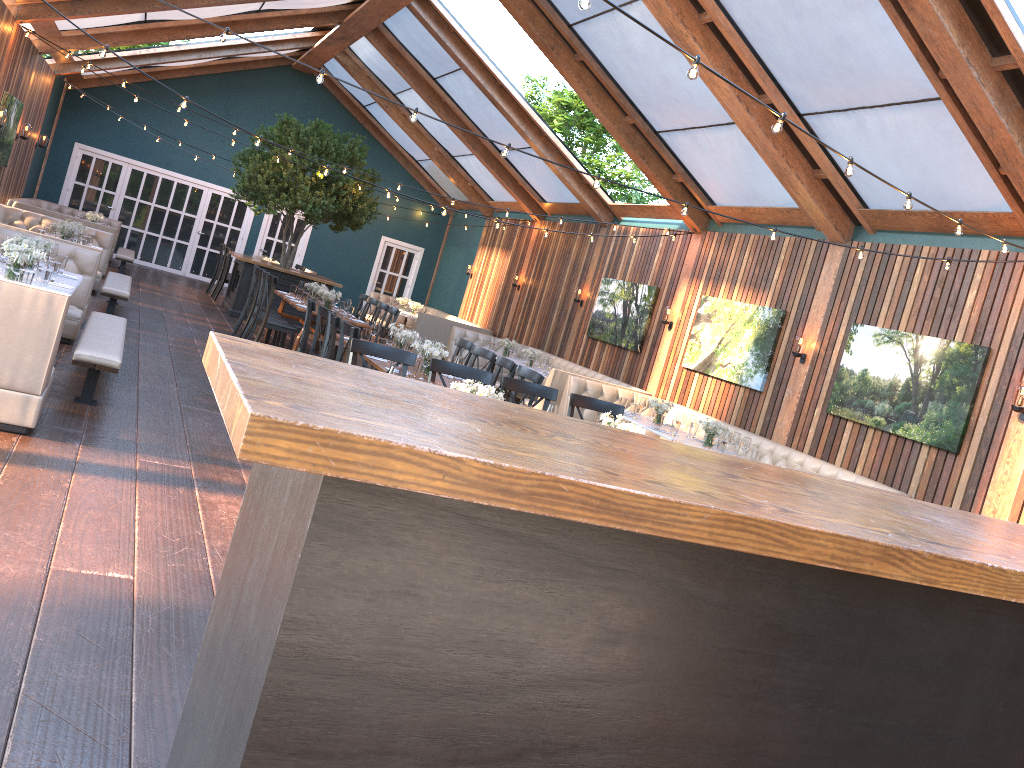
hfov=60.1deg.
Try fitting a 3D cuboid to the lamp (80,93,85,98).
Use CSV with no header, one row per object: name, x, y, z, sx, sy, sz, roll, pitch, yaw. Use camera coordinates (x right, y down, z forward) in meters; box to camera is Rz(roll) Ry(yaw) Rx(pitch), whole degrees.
lamp,-8.003,-5.381,16.487,0.077,0.113,0.056,17,2,21

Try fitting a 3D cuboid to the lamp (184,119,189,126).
lamp,-4.781,-3.841,12.984,0.057,0.120,0.056,18,2,32

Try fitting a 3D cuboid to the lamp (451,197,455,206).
lamp,-0.813,-2.518,12.199,0.057,0.117,0.067,17,3,29

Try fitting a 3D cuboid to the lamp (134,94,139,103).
lamp,-5.287,-4.021,12.458,0.057,0.119,0.062,17,2,17

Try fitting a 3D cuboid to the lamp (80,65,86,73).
lamp,-5.785,-4.250,11.945,0.057,0.118,0.065,17,2,24

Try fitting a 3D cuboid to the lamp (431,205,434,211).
lamp,-1.425,-3.181,15.956,0.056,0.117,0.068,15,3,-27

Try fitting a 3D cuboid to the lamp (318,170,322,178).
lamp,-3.141,-3.442,14.502,0.056,0.121,0.056,16,2,1

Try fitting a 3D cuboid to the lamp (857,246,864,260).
lamp,2.879,-1.077,7.288,0.056,0.121,0.056,16,2,-9

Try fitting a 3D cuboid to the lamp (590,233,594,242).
lamp,1.026,-1.873,11.325,0.071,0.116,0.056,16,2,-2

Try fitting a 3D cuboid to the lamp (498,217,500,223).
lamp,-0.246,-3.139,16.915,0.064,0.118,0.057,16,2,-16

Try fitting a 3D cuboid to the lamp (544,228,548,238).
lamp,0.427,-1.855,10.854,0.056,0.120,0.056,16,2,3

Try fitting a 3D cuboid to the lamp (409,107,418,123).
lamp,-0.757,-2.082,6.845,0.056,0.121,0.056,16,2,-10

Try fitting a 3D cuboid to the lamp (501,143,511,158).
lamp,-0.051,-1.836,6.942,0.056,0.119,0.057,15,2,-31

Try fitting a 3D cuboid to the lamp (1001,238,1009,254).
lamp,3.700,-1.032,6.628,0.061,0.119,0.057,16,2,-8

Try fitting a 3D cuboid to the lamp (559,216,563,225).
lamp,0.687,-2.281,12.341,0.063,0.118,0.057,15,3,-31

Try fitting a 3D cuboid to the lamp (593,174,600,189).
lamp,0.678,-1.610,7.035,0.057,0.121,0.056,18,2,34

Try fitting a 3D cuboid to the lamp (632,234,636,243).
lamp,1.635,-1.931,11.784,0.060,0.119,0.056,16,2,-2

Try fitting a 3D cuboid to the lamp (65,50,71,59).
lamp,-5.760,-4.272,11.469,0.057,0.120,0.056,18,2,31

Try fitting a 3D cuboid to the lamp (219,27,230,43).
lamp,-2.161,-2.628,6.665,0.075,0.114,0.056,17,2,21

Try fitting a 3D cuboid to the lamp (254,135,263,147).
lamp,-2.403,-2.304,8.379,0.057,0.120,0.056,17,2,26

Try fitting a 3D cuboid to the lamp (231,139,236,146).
lamp,-4.248,-3.690,13.499,0.056,0.120,0.057,15,3,-37

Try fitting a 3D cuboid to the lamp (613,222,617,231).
lamp,1.447,-2.202,12.388,0.057,0.120,0.056,17,2,18

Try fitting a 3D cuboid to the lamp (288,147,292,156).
lamp,-2.981,-3.131,11.912,0.056,0.121,0.056,17,2,16

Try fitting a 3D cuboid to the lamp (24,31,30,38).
lamp,-6.267,-4.537,11.446,0.056,0.119,0.061,17,2,11

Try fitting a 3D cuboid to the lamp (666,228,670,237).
lamp,2.196,-2.131,12.441,0.056,0.121,0.056,16,2,-3

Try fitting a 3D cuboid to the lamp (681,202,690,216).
lamp,1.400,-1.411,7.132,0.056,0.119,0.060,14,3,-45

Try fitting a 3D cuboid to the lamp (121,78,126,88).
lamp,-5.081,-3.942,11.589,0.056,0.121,0.056,16,2,0

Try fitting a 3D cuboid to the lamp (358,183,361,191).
lamp,-2.572,-3.334,14.985,0.059,0.119,0.057,15,3,-39

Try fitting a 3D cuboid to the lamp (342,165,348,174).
lamp,-2.265,-2.908,12.000,0.057,0.121,0.056,18,3,41

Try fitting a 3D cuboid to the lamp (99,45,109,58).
lamp,-3.395,-2.769,7.355,0.056,0.119,0.059,17,2,7

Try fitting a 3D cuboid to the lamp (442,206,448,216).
lamp,-0.751,-1.937,9.895,0.056,0.120,0.056,16,2,-5

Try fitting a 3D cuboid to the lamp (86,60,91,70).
lamp,-5.502,-4.149,11.515,0.056,0.121,0.057,15,2,-22

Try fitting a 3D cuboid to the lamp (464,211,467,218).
lamp,-0.848,-3.148,16.453,0.056,0.120,0.057,14,3,-42

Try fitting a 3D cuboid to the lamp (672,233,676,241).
lamp,2.241,-2.030,12.236,0.062,0.118,0.057,14,3,-41

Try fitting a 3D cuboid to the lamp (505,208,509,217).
lamp,-0.060,-2.373,12.262,0.056,0.121,0.056,16,2,-3

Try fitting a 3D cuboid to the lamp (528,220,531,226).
lamp,0.350,-3.171,17.396,0.056,0.119,0.056,16,2,5

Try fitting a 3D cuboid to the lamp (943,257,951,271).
lamp,3.633,-1.000,7.368,0.056,0.117,0.066,16,2,5

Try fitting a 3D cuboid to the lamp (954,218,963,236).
lamp,3.117,-1.090,6.159,0.059,0.119,0.056,17,2,19

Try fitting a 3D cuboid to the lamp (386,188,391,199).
lamp,-1.304,-2.023,9.389,0.056,0.120,0.057,16,2,-19

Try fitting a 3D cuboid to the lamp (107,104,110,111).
lamp,-7.792,-5.343,17.095,0.056,0.121,0.057,15,3,-40

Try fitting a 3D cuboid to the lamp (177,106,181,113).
lamp,-4.396,-3.645,11.697,0.056,0.121,0.057,16,2,-12

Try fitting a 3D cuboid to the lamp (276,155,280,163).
lamp,-3.694,-3.557,13.995,0.056,0.121,0.057,14,3,-44

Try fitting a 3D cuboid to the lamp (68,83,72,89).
lamp,-8.273,-5.579,16.564,0.057,0.120,0.056,18,3,35

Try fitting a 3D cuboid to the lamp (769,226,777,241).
lamp,2.135,-1.223,7.208,0.056,0.121,0.056,17,2,9

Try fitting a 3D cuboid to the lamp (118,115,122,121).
lamp,-7.370,-4.997,16.628,0.059,0.119,0.057,15,2,-30

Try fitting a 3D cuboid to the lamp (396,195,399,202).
lamp,-1.998,-3.245,15.473,0.060,0.119,0.056,16,2,-1

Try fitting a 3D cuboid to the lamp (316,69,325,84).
lamp,-1.455,-2.345,6.736,0.057,0.120,0.056,18,3,41

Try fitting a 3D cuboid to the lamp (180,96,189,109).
lamp,-2.910,-2.505,7.863,0.056,0.120,0.057,15,2,-27

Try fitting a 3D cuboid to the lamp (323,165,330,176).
lamp,-1.863,-2.146,8.890,0.056,0.121,0.057,15,2,-26

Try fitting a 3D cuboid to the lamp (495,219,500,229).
lamp,-0.164,-1.876,10.374,0.056,0.121,0.057,15,3,-37

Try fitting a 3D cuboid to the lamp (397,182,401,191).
lamp,-1.538,-2.700,12.095,0.056,0.121,0.056,16,2,-9

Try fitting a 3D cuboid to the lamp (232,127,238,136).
lamp,-3.694,-3.375,11.804,0.056,0.121,0.057,16,2,-15
